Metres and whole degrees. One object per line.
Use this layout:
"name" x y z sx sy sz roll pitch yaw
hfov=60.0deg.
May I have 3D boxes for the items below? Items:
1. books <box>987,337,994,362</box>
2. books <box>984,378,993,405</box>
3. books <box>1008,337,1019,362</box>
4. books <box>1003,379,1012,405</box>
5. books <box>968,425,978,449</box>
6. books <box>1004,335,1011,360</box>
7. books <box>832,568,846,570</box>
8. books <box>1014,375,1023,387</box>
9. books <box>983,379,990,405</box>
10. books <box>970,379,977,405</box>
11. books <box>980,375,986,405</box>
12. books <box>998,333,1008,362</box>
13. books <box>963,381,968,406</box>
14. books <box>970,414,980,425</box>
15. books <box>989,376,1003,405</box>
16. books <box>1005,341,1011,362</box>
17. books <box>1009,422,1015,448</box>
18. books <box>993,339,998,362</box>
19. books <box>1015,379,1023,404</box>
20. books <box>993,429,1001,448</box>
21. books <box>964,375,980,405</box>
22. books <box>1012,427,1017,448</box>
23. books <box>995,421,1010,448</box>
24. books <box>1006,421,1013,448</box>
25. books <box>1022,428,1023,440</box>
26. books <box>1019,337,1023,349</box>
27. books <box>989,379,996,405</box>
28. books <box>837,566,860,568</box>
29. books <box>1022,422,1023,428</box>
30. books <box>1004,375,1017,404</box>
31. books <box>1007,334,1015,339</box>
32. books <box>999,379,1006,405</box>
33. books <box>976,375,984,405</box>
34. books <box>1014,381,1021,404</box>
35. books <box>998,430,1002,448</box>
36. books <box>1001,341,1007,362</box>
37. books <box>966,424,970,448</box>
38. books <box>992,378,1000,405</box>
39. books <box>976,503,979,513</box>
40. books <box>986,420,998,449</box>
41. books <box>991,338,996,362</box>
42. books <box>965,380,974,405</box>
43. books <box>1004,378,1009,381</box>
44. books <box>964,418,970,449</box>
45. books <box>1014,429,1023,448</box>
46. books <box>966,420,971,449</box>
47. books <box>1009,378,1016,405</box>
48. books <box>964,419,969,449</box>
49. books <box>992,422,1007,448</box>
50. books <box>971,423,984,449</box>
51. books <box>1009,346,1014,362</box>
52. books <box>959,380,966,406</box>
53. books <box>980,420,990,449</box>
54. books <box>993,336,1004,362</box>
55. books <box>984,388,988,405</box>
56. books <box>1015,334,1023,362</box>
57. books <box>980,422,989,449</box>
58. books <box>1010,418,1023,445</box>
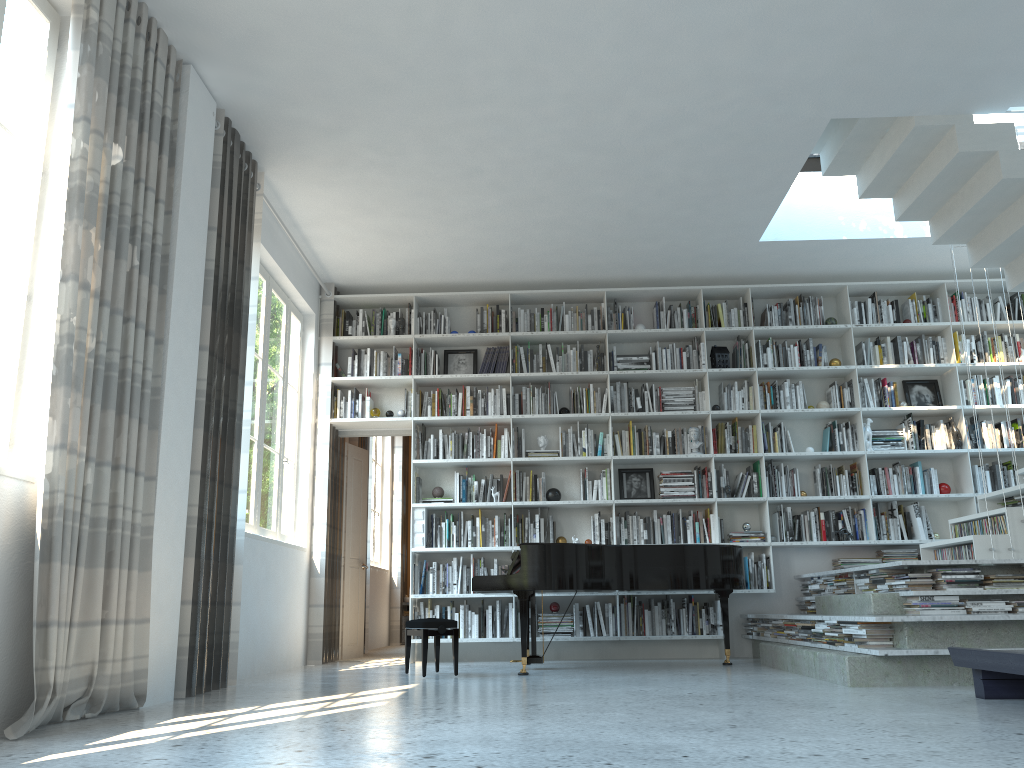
"books" 4.101 -0.265 7.652 0.022 0.241 0.145 -1 -14 2
"books" 4.078 0.095 7.640 0.025 0.270 0.153 -1 -14 2
"books" 4.342 -0.264 7.707 0.022 0.260 0.161 -1 -14 2
"books" 4.230 0.101 7.620 0.045 0.244 0.177 -1 -14 2
"books" 3.904 0.476 7.567 0.066 0.236 0.144 -1 -14 2
"books" 4.285 -0.268 7.730 0.024 0.280 0.154 -1 -14 2
"books" 2.853 1.526 7.336 0.345 0.007 0.194 -1 -14 0
"books" 4.368 0.082 7.627 0.012 0.282 0.152 -1 -14 2
"books" 4.059 0.099 7.631 0.013 0.259 0.158 -1 -14 2
"books" 3.937 0.103 7.633 0.026 0.256 0.174 -1 -14 2
"books" 4.020 0.084 7.635 0.012 0.292 0.166 -1 -14 2
"books" 4.254 -0.277 7.721 0.010 0.294 0.166 -1 -14 2
"books" 3.877 0.112 7.650 0.026 0.249 0.161 -1 -14 2
"books" 3.964 0.431 7.566 0.012 0.321 0.142 -1 -14 2
"books" 4.152 0.086 7.633 0.030 0.283 0.166 -1 -14 2
"books" 4.266 -0.240 7.698 0.013 0.212 0.187 -1 -14 2
"books" 4.226 0.462 7.556 0.025 0.248 0.134 -1 -14 2
"books" 4.131 -0.258 7.639 0.013 0.221 0.175 -1 -14 2
"books" 4.350 0.099 7.633 0.025 0.252 0.160 -1 -14 2
"books" 4.086 0.488 7.528 0.023 0.188 0.170 -1 -14 2
"books" 3.957 0.085 7.622 0.014 0.285 0.186 -1 -14 2
"books" 4.246 0.483 7.554 0.014 0.206 0.138 -1 -14 2
"books" 4.163 0.456 7.549 0.029 0.258 0.172 -1 -14 2
"books" 4.207 0.459 7.554 0.012 0.253 0.161 -1 -14 2
"books" 4.347 0.473 7.528 0.088 0.216 0.167 -1 -14 2
"books" 4.423 -0.261 7.710 0.070 0.253 0.155 -1 -14 2
"books" 4.103 0.098 7.629 0.024 0.258 0.157 -1 -14 2
"books" 2.852 1.517 7.330 0.308 0.008 0.195 0 -14 -3
"books" 4.387 0.434 7.537 0.072 0.291 0.169 -1 -14 2
"books" 4.297 0.084 7.649 0.024 0.291 0.132 -1 -14 2
"books" 4.359 -0.275 7.731 0.011 0.293 0.151 -1 -14 2
"books" 4.202 0.103 7.642 0.012 0.253 0.161 -1 -14 2
"books" 4.003 0.085 7.647 0.022 0.296 0.162 -1 -14 2
"books" 4.324 0.110 7.642 0.028 0.236 0.146 -1 -14 2
"books" 4.113 0.495 7.547 0.030 0.184 0.137 -1 -14 2
"books" 4.238 -0.242 7.705 0.023 0.220 0.172 -1 -14 2
"books" 3.856 0.474 7.560 0.010 0.238 0.148 -1 -14 2
"books" 4.126 0.095 7.626 0.022 0.262 0.173 -1 -14 2
"books" 3.830 1.139 7.319 0.011 0.292 0.144 -1 -14 2
"books" 4.046 0.453 7.537 0.056 0.261 0.177 -1 -14 2
"books" 4.119 -0.263 7.651 0.012 0.237 0.166 -1 -14 2
"books" 3.901 0.105 7.622 0.023 0.247 0.182 -1 -14 2
"books" 4.281 0.094 7.651 0.010 0.273 0.130 -1 -14 2
"books" 3.845 0.448 7.566 0.010 0.292 0.164 -1 -14 2
"books" 4.264 0.485 7.511 0.024 0.180 0.191 -1 -14 2
"books" 3.865 0.456 7.573 0.010 0.278 0.148 -1 -14 2
"books" 4.264 0.096 7.627 0.023 0.257 0.184 -1 -14 2
"books" 3.828 0.452 7.550 0.025 0.276 0.161 -1 -14 2
"books" 4.138 0.460 7.538 0.022 0.246 0.181 -1 -14 2
"books" 3.947 0.465 7.540 0.022 0.242 0.171 -1 -14 2
"books" 4.315 -0.221 7.717 0.034 0.182 0.157 -1 -14 2
"books" 3.858 0.107 7.639 0.012 0.253 0.161 -1 -14 2
"books" 4.008 0.455 7.551 0.022 0.265 0.157 -1 -14 2
"books" 4.159 -0.263 7.663 0.042 0.241 0.248 -1 -14 2
"books" 4.040 0.142 7.635 0.027 0.179 0.157 -1 -14 2
"books" 4.376 -0.275 7.719 0.023 0.286 0.163 -1 -14 2
"books" 3.984 0.463 7.538 0.026 0.245 0.181 -1 -14 2
"books" 4.289 0.444 7.548 0.026 0.277 0.170 -1 -14 2
